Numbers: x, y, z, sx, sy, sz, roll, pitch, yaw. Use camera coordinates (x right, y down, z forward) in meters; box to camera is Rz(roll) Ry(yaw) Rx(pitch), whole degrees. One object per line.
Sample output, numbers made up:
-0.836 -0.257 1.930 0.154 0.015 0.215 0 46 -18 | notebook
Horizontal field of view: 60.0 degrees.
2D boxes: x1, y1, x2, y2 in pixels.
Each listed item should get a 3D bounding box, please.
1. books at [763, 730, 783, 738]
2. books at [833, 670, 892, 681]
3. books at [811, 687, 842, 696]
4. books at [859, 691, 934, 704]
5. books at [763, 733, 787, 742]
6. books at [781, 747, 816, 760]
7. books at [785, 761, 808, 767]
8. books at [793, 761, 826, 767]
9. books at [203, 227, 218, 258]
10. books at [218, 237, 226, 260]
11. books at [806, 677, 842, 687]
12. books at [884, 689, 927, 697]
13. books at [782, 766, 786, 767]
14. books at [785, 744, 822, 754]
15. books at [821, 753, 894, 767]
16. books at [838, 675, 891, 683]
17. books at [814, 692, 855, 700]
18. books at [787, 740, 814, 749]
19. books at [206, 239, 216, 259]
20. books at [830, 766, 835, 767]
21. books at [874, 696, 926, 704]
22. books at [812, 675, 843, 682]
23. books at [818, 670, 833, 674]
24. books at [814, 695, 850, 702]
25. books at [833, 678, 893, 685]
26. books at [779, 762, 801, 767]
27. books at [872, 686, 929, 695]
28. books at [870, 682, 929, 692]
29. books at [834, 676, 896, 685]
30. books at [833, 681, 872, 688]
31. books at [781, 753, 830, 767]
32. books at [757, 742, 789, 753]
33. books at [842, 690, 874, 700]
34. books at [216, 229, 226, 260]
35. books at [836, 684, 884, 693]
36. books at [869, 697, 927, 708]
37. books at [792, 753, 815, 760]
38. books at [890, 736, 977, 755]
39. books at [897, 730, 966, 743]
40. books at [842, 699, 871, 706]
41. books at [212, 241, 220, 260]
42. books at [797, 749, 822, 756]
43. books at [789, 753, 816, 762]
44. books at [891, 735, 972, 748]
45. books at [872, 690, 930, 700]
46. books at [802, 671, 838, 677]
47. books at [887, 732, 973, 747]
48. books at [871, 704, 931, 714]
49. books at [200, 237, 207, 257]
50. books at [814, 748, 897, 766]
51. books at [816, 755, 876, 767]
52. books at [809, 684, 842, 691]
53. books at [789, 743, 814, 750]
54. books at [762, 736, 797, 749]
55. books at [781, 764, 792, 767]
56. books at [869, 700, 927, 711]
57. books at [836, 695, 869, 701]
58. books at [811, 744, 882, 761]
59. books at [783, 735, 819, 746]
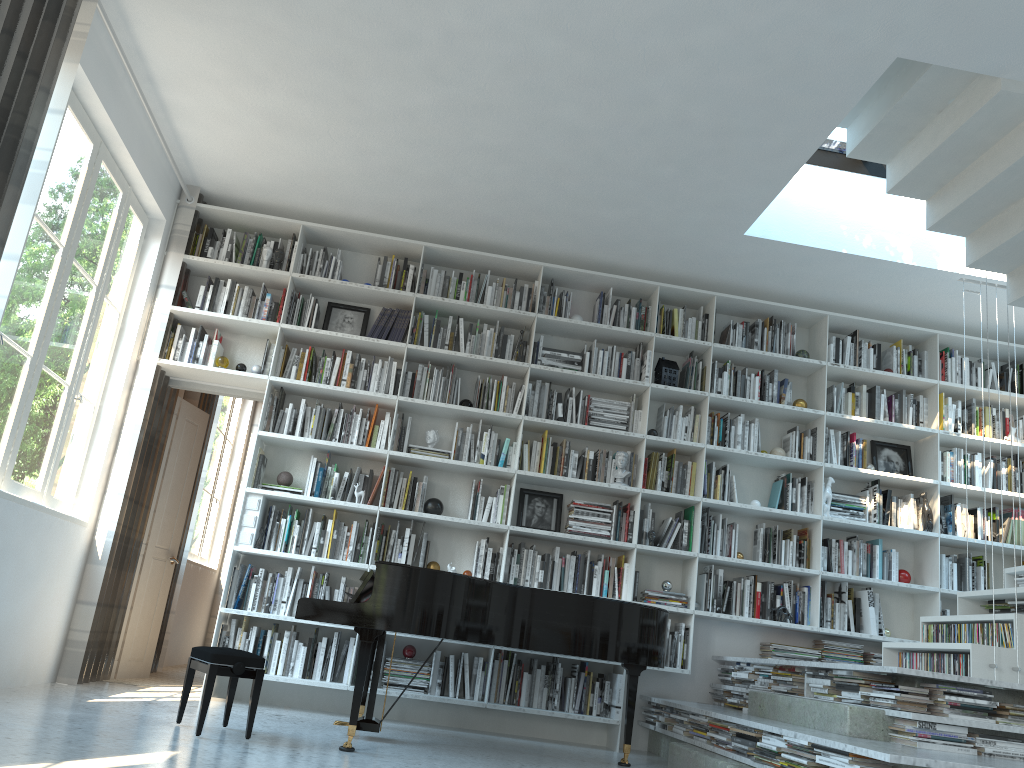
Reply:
1.204 1.528 3.856 0.157 0.014 0.216 8 -17 -3 | books
1.674 1.393 4.243 0.189 0.022 0.238 8 -17 0 | books
1.642 1.568 4.511 0.167 0.024 0.193 9 -17 -4 | books
1.710 1.398 3.956 0.185 0.014 0.298 9 -17 -6 | books
1.203 1.541 3.853 0.139 0.013 0.289 8 -17 0 | books
1.223 1.488 3.554 0.168 0.013 0.282 10 -17 -10 | books
1.227 1.536 3.542 0.170 0.006 0.269 9 -17 -5 | books
1.236 1.528 3.545 0.154 0.014 0.197 9 -17 -5 | books
-2.086 -0.921 6.126 0.025 0.268 0.177 9 -16 -5 | books
-1.999 -0.881 6.146 0.024 0.226 0.158 9 -16 -5 | books
1.641 1.528 4.522 0.174 0.029 0.251 10 -17 -7 | books
1.759 1.383 3.966 0.091 0.011 0.190 10 -17 -7 | books
1.205 1.557 3.533 0.191 0.016 0.209 8 -17 0 | books
1.233 1.473 3.560 0.175 0.006 0.252 9 -17 -5 | books
1.269 1.387 3.269 0.165 0.015 0.244 8 -17 -1 | books
1.686 1.409 4.240 0.170 0.008 0.209 8 -17 -2 | books
1.657 1.589 4.507 0.136 0.013 0.259 9 -17 -5 | books
1.226 1.456 3.563 0.178 0.010 0.196 8 -17 0 | books
-2.066 -0.877 6.118 0.028 0.186 0.182 9 -16 -5 | books
1.283 1.432 3.258 0.137 0.019 0.225 9 -17 -4 | books
1.729 1.411 3.955 0.134 0.006 0.228 8 -17 -1 | books
1.654 1.508 4.529 0.145 0.017 0.209 10 -17 -10 | books
1.665 1.481 4.538 0.134 0.014 0.182 8 -17 0 | books
1.646 1.601 4.503 0.132 0.016 0.263 8 -17 0 | books
1.682 1.426 4.235 0.168 0.013 0.282 10 -17 -8 | books
1.211 1.540 3.539 0.191 0.006 0.276 8 -17 -3 | books
1.734 1.369 3.967 0.132 0.009 0.270 8 -17 -1 | books
1.732 1.358 3.970 0.149 0.014 0.229 10 -17 -7 | books
1.685 1.416 4.238 0.171 0.007 0.261 10 -17 -7 | books
1.678 1.441 4.230 0.187 0.009 0.251 9 -17 -5 | books
1.218 1.511 3.547 0.191 0.015 0.247 9 -17 -4 | books
1.185 1.579 3.840 0.180 0.016 0.183 10 -17 -8 | books
1.686 1.486 4.219 0.155 0.028 0.190 9 -17 -4 | books
-2.011 -0.911 6.144 0.010 0.280 0.161 9 -16 -5 | books
1.681 1.458 4.226 0.177 0.026 0.231 9 -17 -5 | books
1.721 1.419 3.951 0.152 0.015 0.208 10 -17 -8 | books
1.241 1.501 3.553 0.131 0.007 0.292 10 -17 -9 | books
1.746 1.502 3.682 0.262 0.023 0.200 10 -17 -7 | books
1.749 1.471 3.705 0.210 0.012 0.168 8 -17 -1 | books
1.681 1.515 4.210 0.142 0.020 0.231 8 -17 0 | books
-2.039 -0.870 6.146 0.031 0.195 0.145 9 -16 -5 | books
1.246 1.482 3.559 0.133 0.009 0.210 8 -17 -1 | books
1.232 1.504 3.551 0.150 0.004 0.291 8 -17 -1 | books
1.746 1.493 3.706 0.264 0.006 0.165 9 -17 -4 | books
1.736 1.390 3.961 0.137 0.012 0.243 9 -17 -4 | books
1.633 1.489 4.531 0.192 0.014 0.257 10 -17 -9 | books
1.747 1.487 3.708 0.285 0.008 0.160 10 -17 -7 | books
1.727 1.445 3.945 0.144 0.009 0.250 9 -17 -5 | books
-2.116 -0.888 6.119 0.024 0.194 0.167 9 -16 -5 | books
1.264 1.374 3.272 0.176 0.010 0.267 10 -17 -9 | books
1.266 1.407 3.263 0.156 0.027 0.288 10 -17 -10 | books
1.633 1.548 4.515 0.178 0.015 0.188 8 -17 0 | books
1.245 1.468 3.563 0.133 0.008 0.285 10 -17 -9 | books
1.202 1.561 3.847 0.141 0.028 0.223 10 -17 -10 | books
1.217 1.548 3.537 0.178 0.009 0.277 10 -17 -7 | books
1.713 1.432 3.947 0.161 0.014 0.213 8 -17 -1 | books
1.679 1.502 4.214 0.154 0.007 0.293 8 -17 -2 | books
1.258 1.362 3.274 0.192 0.014 0.257 10 -17 -9 | books
1.227 1.443 3.567 0.182 0.016 0.257 8 -17 -2 | books
